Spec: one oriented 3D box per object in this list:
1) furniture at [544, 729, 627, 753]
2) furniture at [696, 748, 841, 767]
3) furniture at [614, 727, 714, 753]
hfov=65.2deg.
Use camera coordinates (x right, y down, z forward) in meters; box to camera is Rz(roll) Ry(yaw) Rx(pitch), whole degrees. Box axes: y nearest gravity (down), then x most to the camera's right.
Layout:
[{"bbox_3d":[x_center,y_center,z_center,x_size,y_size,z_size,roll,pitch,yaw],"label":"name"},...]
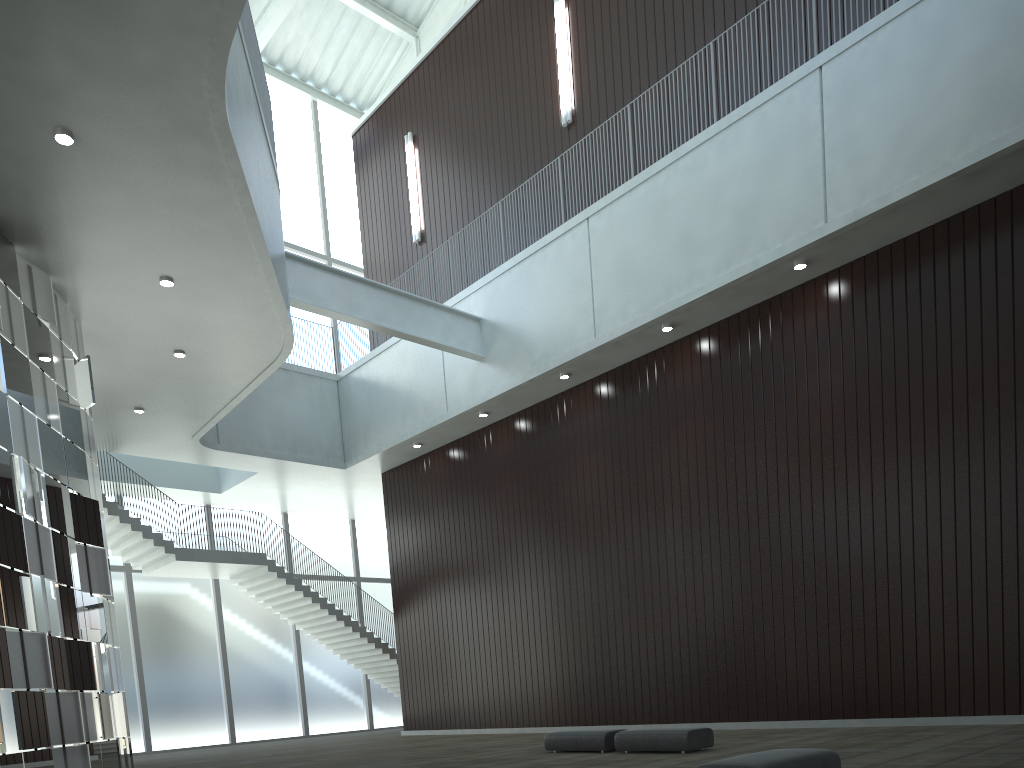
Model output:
[{"bbox_3d":[3.681,17.416,39.051,2.145,1.048,4.215,9,-23,-41],"label":"furniture"},{"bbox_3d":[6.701,10.216,20.912,4.053,1.049,2.231,13,-23,-41],"label":"furniture"},{"bbox_3d":[6.747,15.905,35.721,2.145,1.048,4.215,9,-23,-41],"label":"furniture"}]
